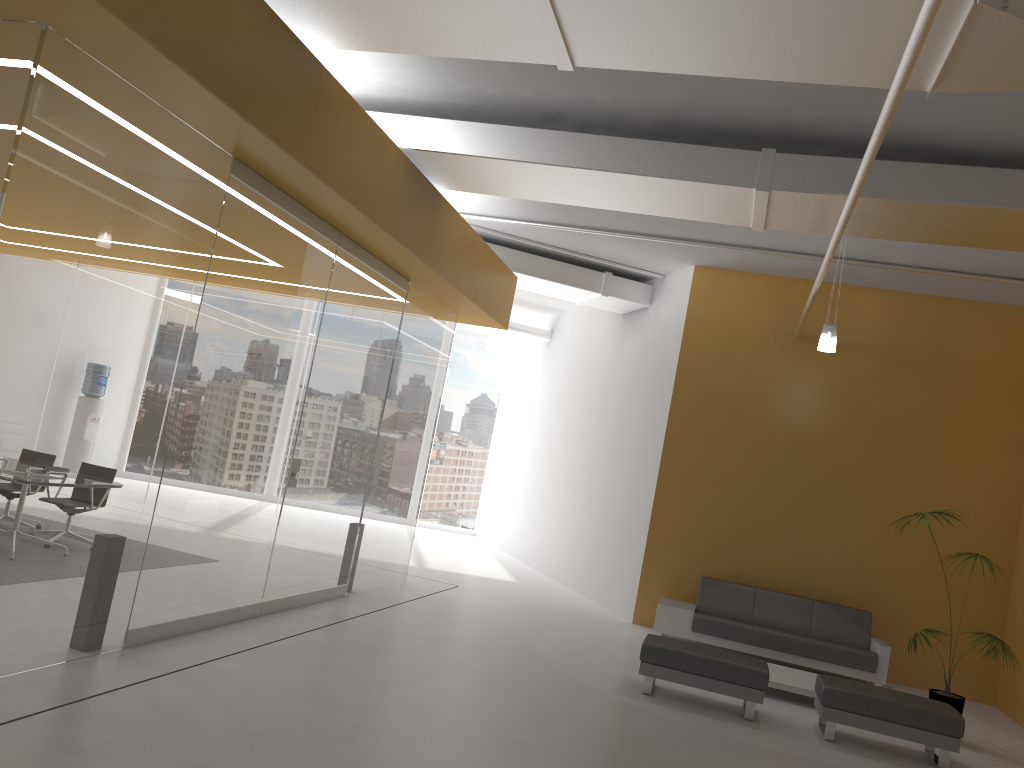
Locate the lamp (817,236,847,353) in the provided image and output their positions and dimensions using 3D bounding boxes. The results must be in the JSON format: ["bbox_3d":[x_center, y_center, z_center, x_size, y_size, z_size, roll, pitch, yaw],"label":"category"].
[{"bbox_3d":[3.184,-0.924,8.713,0.174,1.227,0.174,14,-6,-34],"label":"lamp"}]

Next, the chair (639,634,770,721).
[{"bbox_3d":[1.561,2.394,7.292,1.012,0.423,0.575,10,-5,15],"label":"chair"}]

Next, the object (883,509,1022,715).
[{"bbox_3d":[3.784,2.077,7.738,0.912,1.956,1.222,14,-6,-35],"label":"object"}]

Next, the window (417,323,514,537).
[{"bbox_3d":[-3.023,0.402,17.988,8.533,4.498,0.100,12,-5,-15],"label":"window"}]

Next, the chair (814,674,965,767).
[{"bbox_3d":[2.899,2.617,6.915,1.012,0.423,0.575,10,-5,15],"label":"chair"}]

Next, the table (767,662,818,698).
[{"bbox_3d":[2.492,2.813,8.407,1.000,0.150,1.000,10,-5,15],"label":"table"}]

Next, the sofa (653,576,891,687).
[{"bbox_3d":[2.823,2.689,9.781,2.400,0.761,0.860,10,-5,15],"label":"sofa"}]
